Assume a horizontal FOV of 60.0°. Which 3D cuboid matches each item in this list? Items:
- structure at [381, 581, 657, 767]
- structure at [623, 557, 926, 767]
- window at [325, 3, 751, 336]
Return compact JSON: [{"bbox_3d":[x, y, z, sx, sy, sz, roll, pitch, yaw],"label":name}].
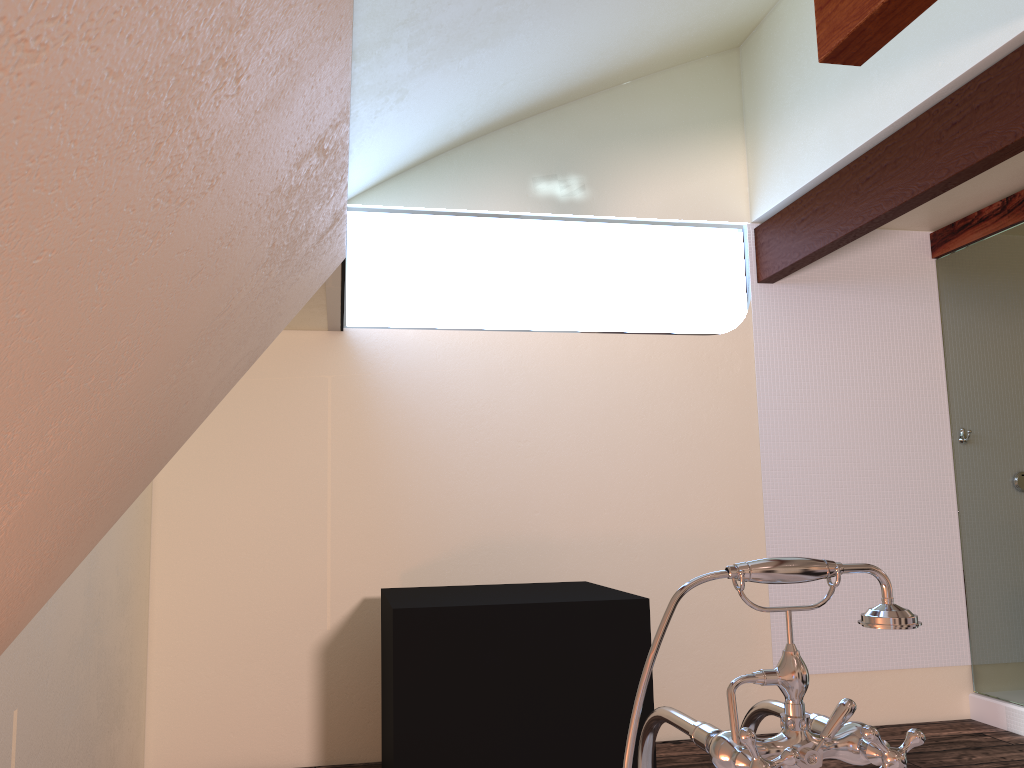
[{"bbox_3d":[-0.025,1.297,3.276,0.869,0.856,0.805,0,-8,-11],"label":"structure"},{"bbox_3d":[0.319,0.805,1.127,0.384,1.115,0.556,-2,-7,3],"label":"structure"},{"bbox_3d":[0.510,-0.859,2.646,2.107,0.673,3.536,1,-9,-11],"label":"window"}]
